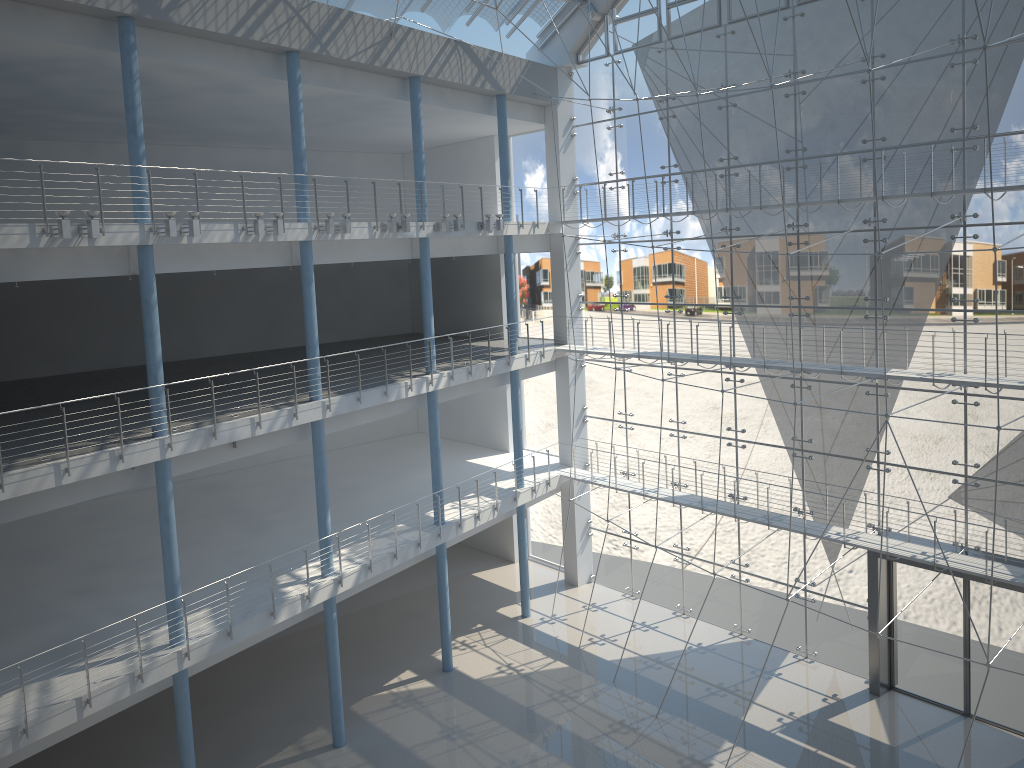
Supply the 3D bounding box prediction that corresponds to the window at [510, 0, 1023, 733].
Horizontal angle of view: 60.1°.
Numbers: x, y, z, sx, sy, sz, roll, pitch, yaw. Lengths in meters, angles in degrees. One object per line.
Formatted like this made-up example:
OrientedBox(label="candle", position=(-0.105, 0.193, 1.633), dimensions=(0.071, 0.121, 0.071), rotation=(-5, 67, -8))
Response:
OrientedBox(label="window", position=(1.264, -0.383, 2.577), dimensions=(0.010, 2.755, 3.859), rotation=(-7, 8, -40))
